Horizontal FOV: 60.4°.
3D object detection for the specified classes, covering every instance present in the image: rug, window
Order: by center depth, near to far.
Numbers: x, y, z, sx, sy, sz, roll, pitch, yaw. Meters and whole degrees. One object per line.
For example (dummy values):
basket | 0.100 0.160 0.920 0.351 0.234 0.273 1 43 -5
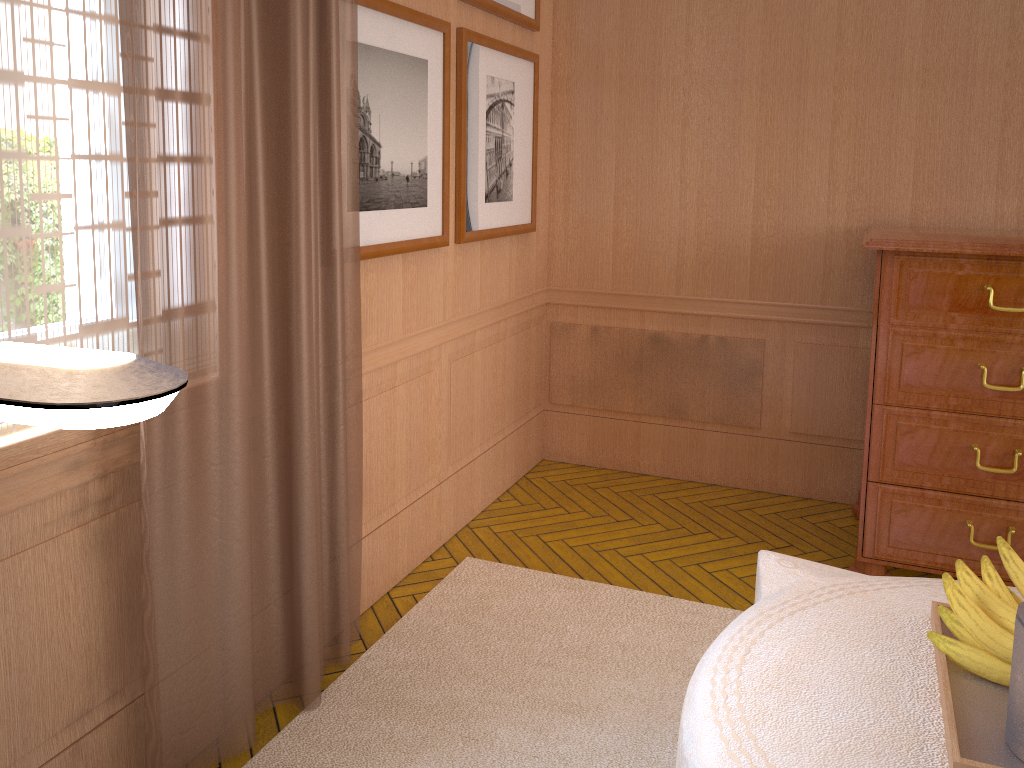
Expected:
rug | 2.280 2.090 0.905 7.980 0.020 6.100 6 15 22
window | -1.864 -1.415 2.365 0.849 3.327 2.471 4 10 22

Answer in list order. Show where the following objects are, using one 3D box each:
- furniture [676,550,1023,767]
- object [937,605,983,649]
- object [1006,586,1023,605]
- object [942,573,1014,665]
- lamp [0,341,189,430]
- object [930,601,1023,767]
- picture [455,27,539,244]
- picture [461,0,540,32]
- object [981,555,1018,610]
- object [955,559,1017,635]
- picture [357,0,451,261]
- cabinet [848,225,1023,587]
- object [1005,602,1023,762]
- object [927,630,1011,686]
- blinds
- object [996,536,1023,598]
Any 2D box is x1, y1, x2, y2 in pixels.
furniture | 1.388 1.298 2.184 1.955 0.885 1.985 5 13 19
object | 1.331 0.685 2.356 0.062 0.179 0.399 -5 14 -38
object | 1.469 0.653 2.414 0.072 0.169 0.405 1 13 -2
object | 1.304 0.643 2.309 0.104 0.157 0.380 -8 15 -43
lamp | -0.747 0.930 1.237 0.630 1.996 0.572 -1 8 -16
object | 1.424 0.811 2.202 0.641 0.059 0.814 6 15 21
picture | -0.069 -1.576 5.708 0.048 1.229 1.270 4 11 22
picture | -0.047 -2.952 5.539 0.048 1.229 1.270 4 11 22
object | 1.393 0.625 2.391 0.065 0.169 0.384 -1 13 -11
object | 1.346 0.605 2.400 0.091 0.126 0.416 -2 13 -19
picture | -0.602 -1.270 4.416 0.048 1.229 1.270 4 11 22
cabinet | 3.339 0.192 4.799 2.775 1.914 1.438 6 10 22
object | 1.276 0.666 2.010 0.234 0.386 0.238 -1 9 -11
object | 1.294 0.697 2.302 0.395 0.183 0.072 10 12 36
blinds | -0.949 -0.960 3.303 0.267 4.719 1.467 4 8 20
object | 1.458 0.576 2.407 0.071 0.166 0.412 1 13 -1
